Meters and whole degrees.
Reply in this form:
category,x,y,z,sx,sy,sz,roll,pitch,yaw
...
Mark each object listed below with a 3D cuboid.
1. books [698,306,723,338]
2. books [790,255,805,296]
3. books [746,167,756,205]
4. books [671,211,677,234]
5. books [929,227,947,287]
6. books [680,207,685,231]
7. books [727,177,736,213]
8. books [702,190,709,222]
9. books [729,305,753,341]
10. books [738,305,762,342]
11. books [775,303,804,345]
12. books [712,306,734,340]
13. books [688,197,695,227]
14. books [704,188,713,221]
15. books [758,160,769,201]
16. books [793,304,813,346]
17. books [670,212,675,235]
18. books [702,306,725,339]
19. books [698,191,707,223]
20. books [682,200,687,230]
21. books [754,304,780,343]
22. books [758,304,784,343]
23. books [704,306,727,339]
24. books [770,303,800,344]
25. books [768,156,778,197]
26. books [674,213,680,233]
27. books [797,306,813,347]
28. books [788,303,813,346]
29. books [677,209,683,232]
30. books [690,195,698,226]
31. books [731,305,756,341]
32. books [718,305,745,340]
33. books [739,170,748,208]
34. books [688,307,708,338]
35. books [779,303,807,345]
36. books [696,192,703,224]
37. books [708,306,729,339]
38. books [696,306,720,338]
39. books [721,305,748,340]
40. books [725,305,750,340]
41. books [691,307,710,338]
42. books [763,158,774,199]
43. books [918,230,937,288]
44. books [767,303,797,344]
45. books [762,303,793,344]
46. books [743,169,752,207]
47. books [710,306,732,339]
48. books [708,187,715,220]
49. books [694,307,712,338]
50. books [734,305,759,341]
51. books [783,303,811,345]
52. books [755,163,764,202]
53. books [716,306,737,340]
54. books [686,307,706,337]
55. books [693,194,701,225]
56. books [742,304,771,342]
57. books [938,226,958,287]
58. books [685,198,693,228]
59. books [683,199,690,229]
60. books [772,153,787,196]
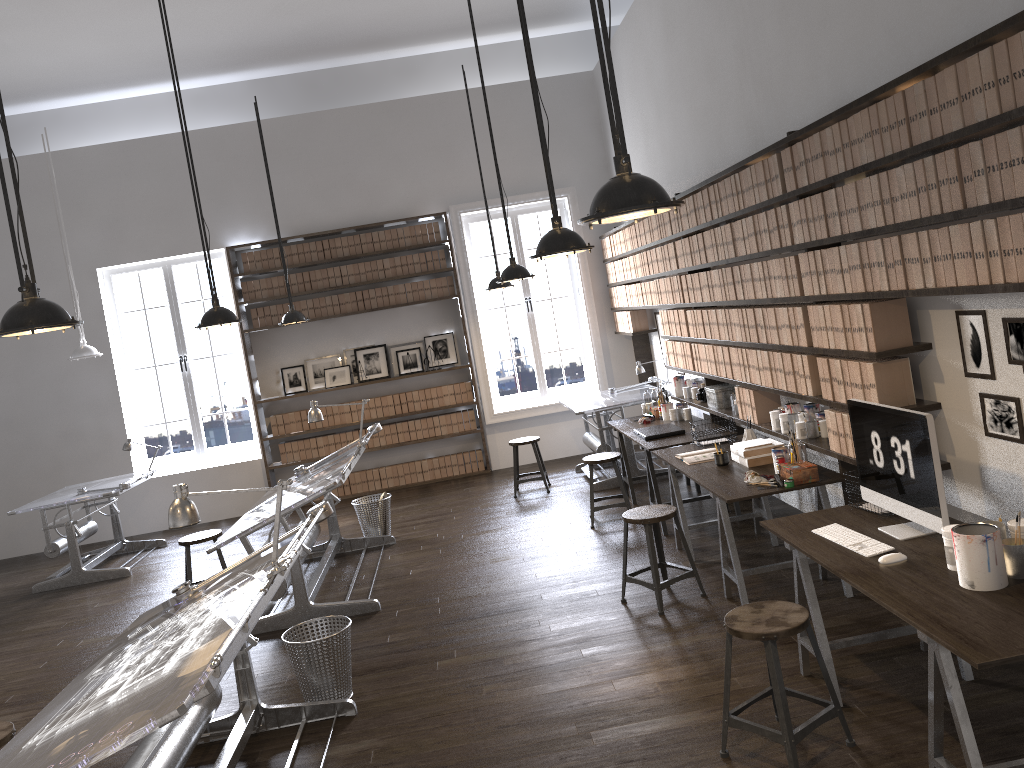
category,x,y,z,sx,sy,sz,roll,pitch,yaw
books,1.506,-0.456,6.633,0.174,0.225,0.067,-10,2,-4
books,1.601,-0.589,4.750,0.174,0.225,0.067,-10,2,-4
books,1.474,-1.164,5.158,0.174,0.225,0.067,-10,2,-4
books,1.344,-1.294,6.909,0.174,0.225,0.067,-10,2,-4
books,1.702,-0.493,3.373,0.174,0.225,0.067,-10,2,-4
books,1.367,-1.280,6.696,0.174,0.225,0.067,-10,2,-4
books,1.446,-1.190,5.511,0.174,0.225,0.067,-10,2,-4
books,1.412,-1.233,6.075,0.174,0.225,0.067,-10,2,-4
books,1.563,-0.405,5.938,0.174,0.225,0.067,-10,2,-4
books,1.571,-0.388,5.723,0.174,0.225,0.067,-10,2,-4
books,1.622,-0.341,5.090,0.174,0.225,0.067,-10,2,-4
books,1.531,-0.429,6.279,0.174,0.225,0.067,-10,2,-4
books,1.385,-1.259,6.421,0.174,0.225,0.067,-10,2,-4
books,1.412,-1.227,6.000,0.174,0.225,0.067,-10,2,-4
books,1.487,-1.148,4.956,0.174,0.225,0.067,-10,2,-4
books,1.644,-0.322,4.822,0.174,0.225,0.067,-10,2,-4
books,1.344,-1.300,6.972,0.174,0.225,0.067,-10,2,-4
books,1.517,-0.451,6.558,0.174,0.225,0.067,-10,2,-4
books,1.402,-1.238,6.146,0.174,0.225,0.067,-10,2,-4
books,1.371,-1.274,6.626,0.174,0.225,0.067,-10,2,-4
books,1.599,-0.367,5.436,0.174,0.225,0.067,-10,2,-4
books,1.599,-0.361,5.365,0.174,0.225,0.067,-10,2,-4
books,1.518,-0.445,6.487,0.174,0.225,0.067,-10,2,-4
books,1.613,-0.345,5.157,0.174,0.225,0.067,-10,2,-4
books,1.503,-1.139,4.819,0.174,0.225,0.067,-10,2,-4
books,1.350,-1.289,6.837,0.174,0.225,0.067,-10,2,-4
books,1.642,-0.315,4.756,0.174,0.225,0.067,-10,2,-4
books,1.637,-0.326,4.891,0.174,0.225,0.067,-10,2,-4
books,1.358,-1.284,6.765,0.174,0.225,0.067,-10,2,-4
books,1.385,-1.253,6.354,0.174,0.225,0.067,-10,2,-4
books,1.564,-0.399,5.868,0.174,0.225,0.067,-10,2,-4
books,1.543,-0.420,6.149,0.174,0.225,0.067,-10,2,-4
books,1.469,-1.175,5.298,0.174,0.225,0.067,-10,2,-4
books,1.485,-0.476,6.907,0.174,0.225,0.067,-10,2,-4
books,1.625,-0.336,5.028,0.174,0.225,0.067,-10,2,-4
books,1.401,-1.244,6.216,0.174,0.225,0.067,-10,2,-4
books,1.527,-0.441,6.417,0.174,0.225,0.067,-10,2,-4
books,1.506,-0.462,6.707,0.174,0.225,0.067,-10,2,-4
books,1.547,-0.414,6.077,0.174,0.225,0.067,-10,2,-4
books,1.556,-0.410,6.007,0.174,0.225,0.067,-10,2,-4
books,1.490,-0.471,6.835,0.174,0.225,0.067,-10,2,-4
books,1.498,-1.144,4.889,0.174,0.225,0.067,-10,2,-4
books,1.693,-0.497,3.442,0.174,0.225,0.067,-10,2,-4
books,1.614,-0.351,5.224,0.174,0.225,0.067,-10,2,-4
books,1.609,-0.357,5.295,0.174,0.225,0.067,-10,2,-4
books,1.472,-1.170,5.228,0.174,0.225,0.067,-10,2,-4
books,1.532,-0.435,6.346,0.174,0.225,0.067,-10,2,-4
books,1.423,-1.222,5.926,0.174,0.225,0.067,-10,2,-4
books,1.499,-0.467,6.772,0.174,0.225,0.067,-10,2,-4
books,1.566,-0.393,5.796,0.174,0.225,0.067,-10,2,-4
books,1.628,-0.331,4.961,0.174,0.225,0.067,-10,2,-4
books,1.487,-1.154,5.023,0.174,0.225,0.067,-10,2,-4
books,1.540,-0.425,6.212,0.174,0.225,0.067,-10,2,-4
books,1.483,-0.482,6.980,0.174,0.225,0.067,-10,2,-4
books,1.396,-1.249,6.287,0.174,0.225,0.067,-10,2,-4
books,1.580,-0.384,5.661,0.174,0.225,0.067,-10,2,-4
books,1.705,-0.487,3.303,0.174,0.225,0.067,-10,2,-4
books,1.379,-1.263,6.484,0.174,0.225,0.067,-10,2,-4
books,1.372,-1.268,6.556,0.174,0.225,0.067,-10,2,-4
books,1.504,-1.133,4.748,0.174,0.225,0.067,-10,2,-4
